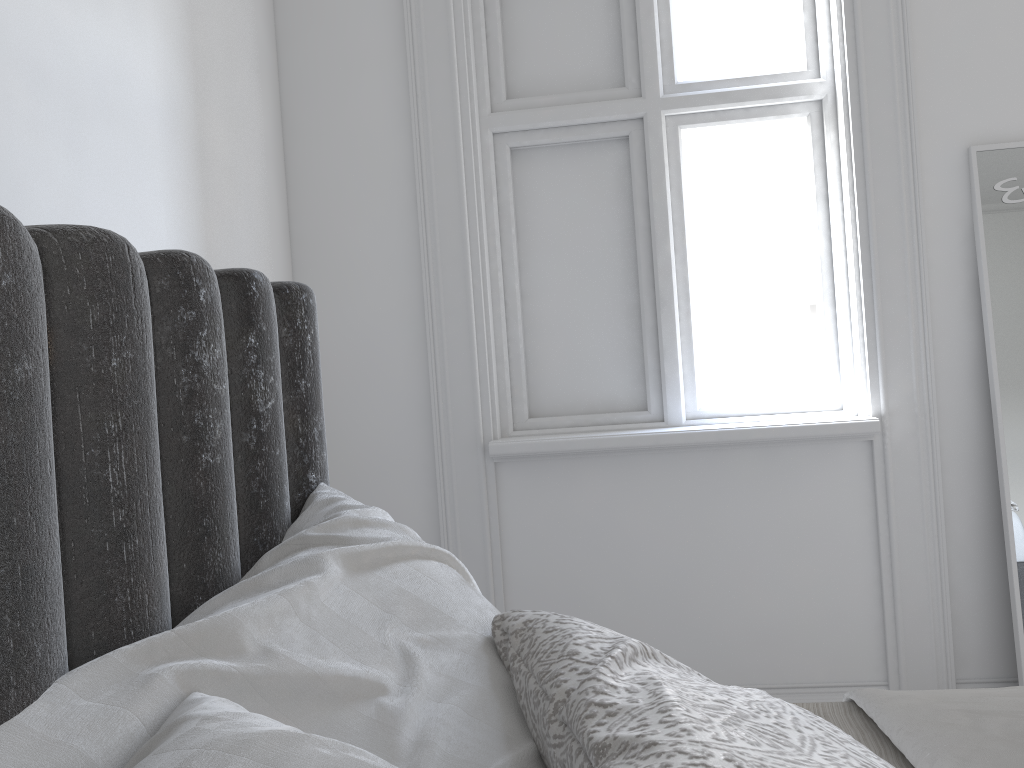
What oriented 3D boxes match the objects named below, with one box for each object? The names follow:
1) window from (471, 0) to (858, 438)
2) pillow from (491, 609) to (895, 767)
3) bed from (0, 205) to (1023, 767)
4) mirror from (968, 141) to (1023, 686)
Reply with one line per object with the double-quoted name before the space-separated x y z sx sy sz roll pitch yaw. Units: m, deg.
"window" 0.438 -0.627 2.671 1.047 1.537 0.079 -4 0 7
"pillow" 0.195 0.350 0.539 0.415 0.225 1.146 -4 0 -1
"bed" 0.620 0.371 0.458 2.176 1.168 1.888 -4 0 7
"mirror" 1.645 0.097 2.368 0.669 1.554 0.145 -4 0 7
